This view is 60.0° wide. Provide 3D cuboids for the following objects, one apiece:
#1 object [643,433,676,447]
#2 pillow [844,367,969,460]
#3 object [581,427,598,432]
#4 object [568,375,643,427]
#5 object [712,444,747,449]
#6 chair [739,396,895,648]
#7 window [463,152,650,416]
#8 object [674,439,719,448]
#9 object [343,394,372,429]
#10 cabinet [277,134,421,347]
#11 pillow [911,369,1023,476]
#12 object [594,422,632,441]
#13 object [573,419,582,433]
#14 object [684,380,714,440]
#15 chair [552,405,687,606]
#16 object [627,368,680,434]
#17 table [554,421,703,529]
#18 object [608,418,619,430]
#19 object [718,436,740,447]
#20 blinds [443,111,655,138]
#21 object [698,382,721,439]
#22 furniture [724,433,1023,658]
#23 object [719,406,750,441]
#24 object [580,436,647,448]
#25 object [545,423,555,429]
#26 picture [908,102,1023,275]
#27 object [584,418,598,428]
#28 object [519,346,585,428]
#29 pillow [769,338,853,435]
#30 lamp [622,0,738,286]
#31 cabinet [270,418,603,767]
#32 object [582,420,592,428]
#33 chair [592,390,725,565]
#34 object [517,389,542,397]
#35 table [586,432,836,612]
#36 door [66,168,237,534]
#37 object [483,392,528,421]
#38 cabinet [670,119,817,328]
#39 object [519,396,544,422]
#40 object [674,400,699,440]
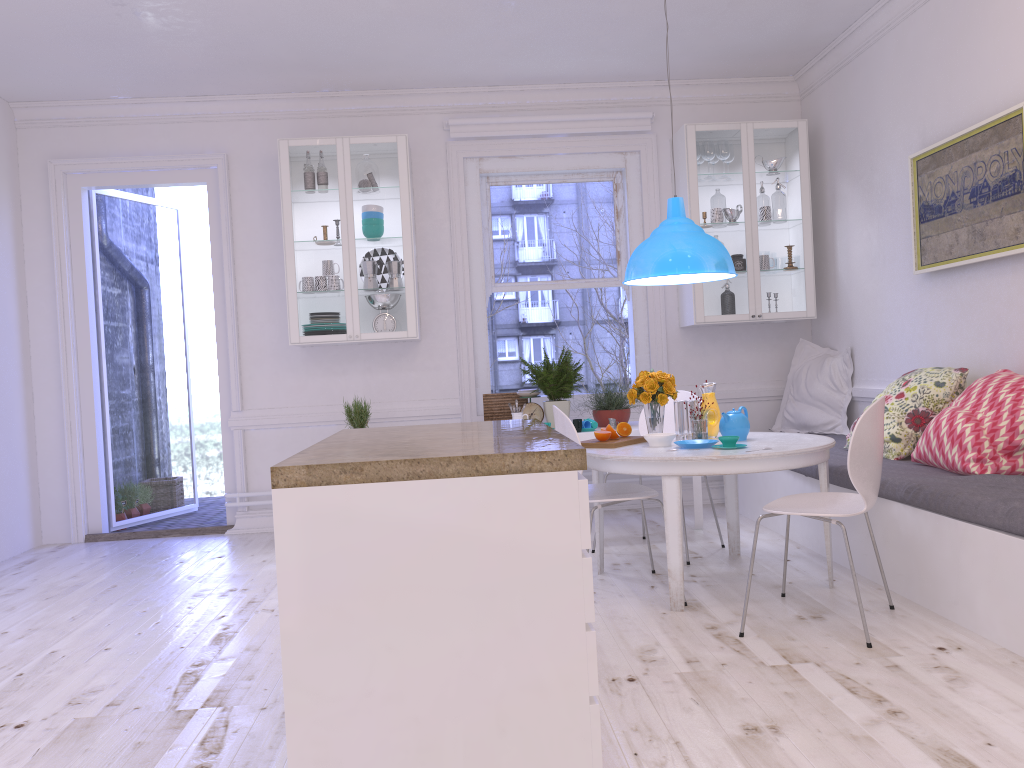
[{"bbox_3d":[0.672,0.254,4.026,0.147,0.052,0.147,-2,1,39],"label":"object"},{"bbox_3d":[1.994,0.144,4.441,0.509,0.447,0.592,-3,1,1],"label":"pillow"},{"bbox_3d":[0.447,0.268,5.254,0.121,0.021,0.121,-2,1,37],"label":"object"},{"bbox_3d":[0.634,0.098,5.544,0.668,0.367,0.531,-3,1,21],"label":"object"},{"bbox_3d":[0.922,0.266,3.763,0.147,0.011,0.147,-3,1,-1],"label":"object"},{"bbox_3d":[1.161,0.475,3.340,0.483,0.845,0.604,-2,1,31],"label":"chair"},{"bbox_3d":[0.317,-0.702,6.260,1.234,1.782,0.181,-3,1,-4],"label":"window"},{"bbox_3d":[0.808,0.264,3.884,0.196,0.023,0.196,-3,1,-16],"label":"object"},{"bbox_3d":[-0.963,0.230,5.606,0.196,0.367,0.186,-2,1,41],"label":"object"},{"bbox_3d":[-1.054,-0.925,5.831,0.823,1.311,0.425,-3,1,-4],"label":"cabinet"},{"bbox_3d":[2.034,0.158,3.758,0.491,0.424,0.587,-3,1,-1],"label":"pillow"},{"bbox_3d":[0.461,0.227,4.240,0.129,0.075,0.285,-2,1,33],"label":"object"},{"bbox_3d":[0.382,0.245,5.186,0.055,0.077,0.070,-3,1,22],"label":"object"},{"bbox_3d":[0.865,0.125,4.061,0.128,0.287,0.128,-3,1,-2],"label":"object"},{"bbox_3d":[0.443,0.502,3.932,0.483,0.845,0.604,-3,1,-4],"label":"chair"},{"bbox_3d":[0.689,0.099,4.277,0.234,0.351,0.235,-4,1,-39],"label":"object"},{"bbox_3d":[0.415,0.586,5.511,1.514,0.619,0.736,-3,1,-4],"label":"table"},{"bbox_3d":[0.603,0.237,5.264,0.066,0.067,0.052,-3,1,-3],"label":"object"},{"bbox_3d":[0.921,0.245,3.763,0.088,0.043,0.088,-3,1,4],"label":"object"},{"bbox_3d":[0.261,-1.766,6.052,1.451,0.131,0.136,-3,1,-4],"label":"blinds"},{"bbox_3d":[0.950,0.128,4.260,0.094,0.267,0.116,-3,1,23],"label":"object"},{"bbox_3d":[1.869,0.585,4.408,0.769,0.508,3.296,-3,1,-4],"label":"furniture"},{"bbox_3d":[1.032,0.183,4.099,0.156,0.151,0.150,-3,1,0],"label":"object"},{"bbox_3d":[0.474,0.275,4.217,0.224,0.024,0.347,-2,1,36],"label":"object"},{"bbox_3d":[0.197,0.263,5.347,0.121,0.055,0.121,-2,1,37],"label":"object"},{"bbox_3d":[2.154,-0.885,4.217,0.020,0.629,0.971,-3,1,-4],"label":"picture"},{"bbox_3d":[0.465,0.235,5.263,0.069,0.059,0.082,-4,1,-26],"label":"object"},{"bbox_3d":[0.266,0.018,5.616,0.438,0.527,0.368,-3,1,-3],"label":"object"},{"bbox_3d":[2.008,0.010,5.875,0.374,0.642,0.677,-4,1,-33],"label":"pillow"},{"bbox_3d":[0.783,-1.490,4.400,0.568,1.948,0.568,-2,1,31],"label":"lamp"},{"bbox_3d":[-0.184,0.564,2.428,0.654,0.842,1.167,-3,1,-4],"label":"cabinet"},{"bbox_3d":[0.431,0.243,5.249,0.069,0.058,0.080,-4,1,-31],"label":"object"},{"bbox_3d":[0.788,0.469,4.746,0.604,0.845,0.483,-2,1,42],"label":"chair"},{"bbox_3d":[0.112,0.058,5.733,0.163,0.047,0.164,-4,2,-44],"label":"object"},{"bbox_3d":[0.888,0.583,4.057,1.140,0.629,1.140,-3,1,25],"label":"table"},{"bbox_3d":[-2.459,-0.211,6.526,1.009,2.474,1.021,-3,1,-4],"label":"door"},{"bbox_3d":[-0.039,0.177,5.822,0.294,0.237,0.028,-3,1,-4],"label":"object"},{"bbox_3d":[1.556,-1.067,5.993,0.823,1.311,0.425,-3,1,-4],"label":"cabinet"},{"bbox_3d":[0.124,0.184,5.725,0.159,0.208,0.185,-3,1,-4],"label":"object"},{"bbox_3d":[0.845,0.173,4.279,0.101,0.186,0.122,-3,1,26],"label":"object"}]
